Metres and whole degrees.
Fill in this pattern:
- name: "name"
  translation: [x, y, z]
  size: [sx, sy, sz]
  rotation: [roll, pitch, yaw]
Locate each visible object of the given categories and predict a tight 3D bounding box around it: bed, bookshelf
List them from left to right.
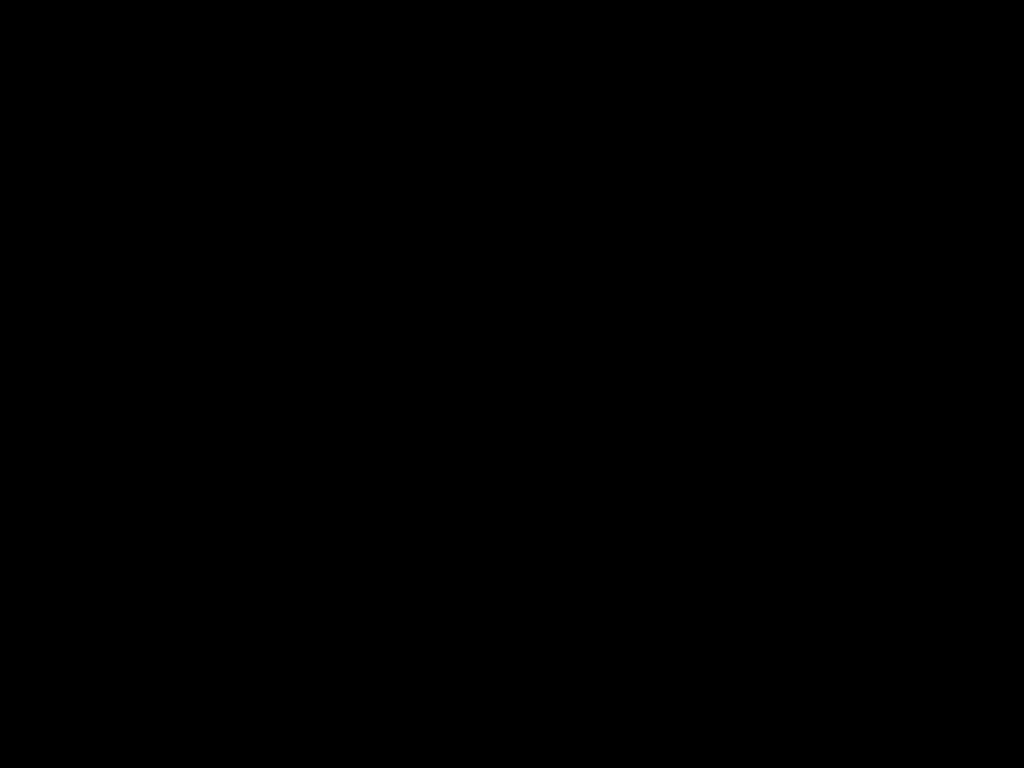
- name: "bookshelf"
  translation: [-0.212, 0.047, 2.952]
  size: [1.495, 0.303, 0.643]
  rotation: [-1, -1, -18]
- name: "bed"
  translation: [0.338, -0.346, 1.221]
  size: [2.087, 0.994, 3.009]
  rotation: [-1, -1, -18]

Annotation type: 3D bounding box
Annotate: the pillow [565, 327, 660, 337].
- name: "pillow"
  translation: [0.160, -0.231, 2.818]
  size: [0.470, 0.241, 0.498]
  rotation: [-3, -1, 37]
